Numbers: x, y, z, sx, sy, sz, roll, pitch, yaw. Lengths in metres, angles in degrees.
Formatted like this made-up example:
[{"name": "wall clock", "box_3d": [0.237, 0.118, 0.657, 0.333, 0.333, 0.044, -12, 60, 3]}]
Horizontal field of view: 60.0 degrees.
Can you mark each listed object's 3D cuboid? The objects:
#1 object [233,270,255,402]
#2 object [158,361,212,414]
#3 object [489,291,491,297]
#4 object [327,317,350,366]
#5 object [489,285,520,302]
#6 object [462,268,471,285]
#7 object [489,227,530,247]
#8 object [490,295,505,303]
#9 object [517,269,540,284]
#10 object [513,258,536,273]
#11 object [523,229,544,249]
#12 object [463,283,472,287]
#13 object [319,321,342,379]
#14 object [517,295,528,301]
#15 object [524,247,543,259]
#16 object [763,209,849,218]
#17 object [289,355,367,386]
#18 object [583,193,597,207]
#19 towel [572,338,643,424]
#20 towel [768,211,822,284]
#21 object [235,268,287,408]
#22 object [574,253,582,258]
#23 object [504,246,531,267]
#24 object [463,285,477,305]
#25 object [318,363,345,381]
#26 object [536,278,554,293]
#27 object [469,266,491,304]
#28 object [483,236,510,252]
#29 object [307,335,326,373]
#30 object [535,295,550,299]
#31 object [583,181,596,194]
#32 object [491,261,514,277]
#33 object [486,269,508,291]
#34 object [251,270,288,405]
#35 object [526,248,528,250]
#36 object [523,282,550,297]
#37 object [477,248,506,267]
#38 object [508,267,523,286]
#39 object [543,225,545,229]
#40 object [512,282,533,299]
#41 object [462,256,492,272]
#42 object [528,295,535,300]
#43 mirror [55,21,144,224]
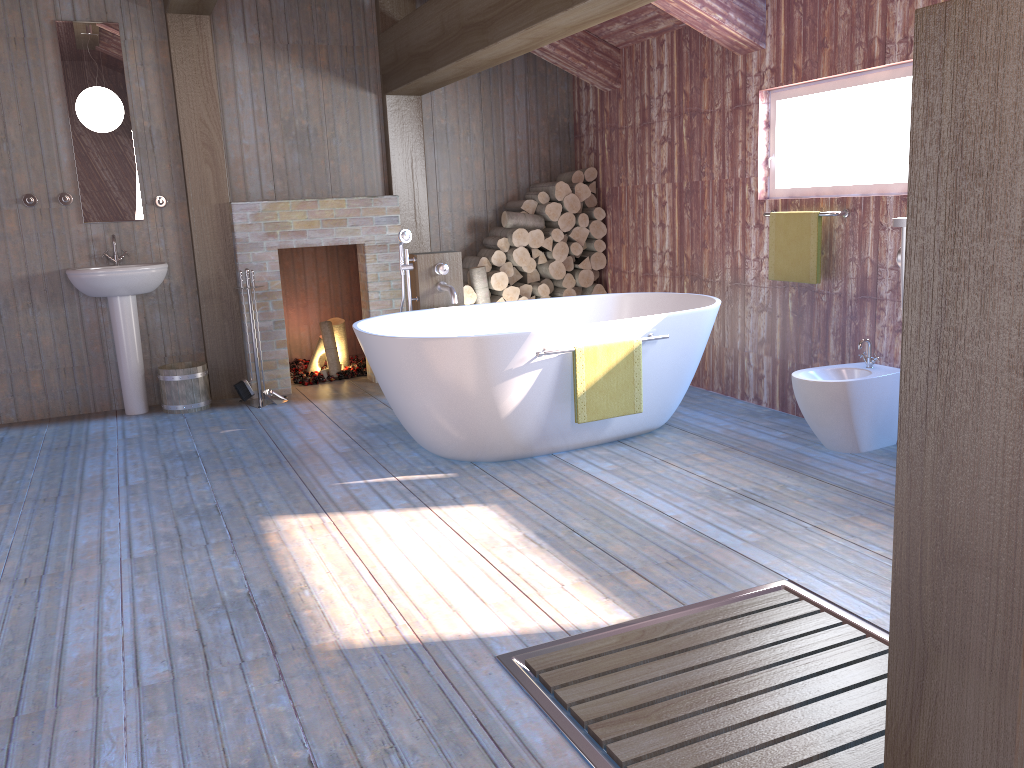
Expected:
[{"name": "object", "box_3d": [-1.755, -0.301, 5.703, 0.136, 0.846, 0.062, -13, 15, -41]}, {"name": "object", "box_3d": [-2.118, 0.022, 5.741, 0.309, 0.290, 0.308, -5, 12, -13]}, {"name": "object", "box_3d": [-0.265, -0.677, 6.536, 0.121, 0.124, 0.291, -7, 12, -22]}, {"name": "object", "box_3d": [-1.336, -0.285, 6.836, 0.140, 0.459, 0.266, -4, 12, -6]}, {"name": "object", "box_3d": [-0.095, -0.673, 6.527, 0.139, 0.148, 0.458, -8, 12, -22]}, {"name": "object", "box_3d": [-0.330, -0.793, 6.503, 0.108, 0.113, 0.302, -8, 12, -22]}, {"name": "object", "box_3d": [-0.023, -1.075, 6.472, 0.135, 0.145, 0.439, -8, 12, -22]}, {"name": "object", "box_3d": [-0.205, -0.567, 6.506, 0.155, 0.174, 0.483, -8, 13, -24]}, {"name": "object", "box_3d": [0.096, -0.823, 6.678, 0.104, 0.127, 0.321, -8, 12, -22]}, {"name": "object", "box_3d": [0.067, -0.887, 6.539, 0.115, 0.123, 0.291, -7, 12, -22]}, {"name": "object", "box_3d": [0.082, -1.076, 6.520, 0.138, 0.147, 0.440, -8, 12, -22]}, {"name": "object", "box_3d": [-0.363, -0.707, 6.502, 0.099, 0.093, 0.280, -7, 12, -22]}, {"name": "object", "box_3d": [-1.344, -0.248, 6.586, 0.098, 0.434, 0.283, -8, 13, -25]}, {"name": "object", "box_3d": [-0.009, -0.615, 6.555, 0.098, 0.100, 0.437, -8, 13, -25]}, {"name": "object", "box_3d": [0.128, -0.972, 6.554, 0.088, 0.092, 0.280, -7, 12, -22]}, {"name": "object", "box_3d": [1.490, -0.876, 4.573, 0.091, 0.043, 0.581, -8, 12, -22]}, {"name": "object", "box_3d": [-1.456, -0.128, 6.912, 0.829, 0.085, 0.935, -13, 15, -40]}, {"name": "object", "box_3d": [0.533, -1.386, 6.705, 0.107, 0.115, 0.269, -7, 12, -22]}, {"name": "towel", "box_3d": [0.451, -0.017, 4.137, 0.370, 0.361, 0.032, -9, 13, -26]}, {"name": "towel", "box_3d": [1.463, -0.709, 4.597, 0.032, 0.361, 0.370, -8, 12, -23]}, {"name": "object", "box_3d": [-1.711, -0.309, 5.779, 0.276, 0.888, 0.333, 1, 12, 18]}, {"name": "object", "box_3d": [0.457, -0.988, 6.689, 0.067, 0.069, 0.177, -8, 13, -23]}, {"name": "object", "box_3d": [-0.026, -0.939, 6.490, 0.141, 0.143, 0.437, -8, 13, -25]}, {"name": "object", "box_3d": [-0.407, -0.656, 6.383, 0.139, 0.137, 0.455, -8, 13, -25]}, {"name": "object", "box_3d": [-1.346, -0.089, 6.624, 0.085, 0.084, 0.278, 2, 13, 23]}, {"name": "object", "box_3d": [0.197, -0.752, 6.737, 0.116, 0.118, 0.289, -8, 13, -25]}, {"name": "object", "box_3d": [-0.223, -0.681, 6.261, 0.147, 0.298, 0.109, -7, 12, -20]}, {"name": "object", "box_3d": [-0.111, -1.018, 6.448, 0.106, 0.112, 0.282, -7, 12, -22]}, {"name": "object", "box_3d": [-1.458, -0.214, 6.724, 0.221, 0.306, 0.121, -2, 12, 4]}, {"name": "object", "box_3d": [0.174, -0.624, 6.644, 0.111, 0.113, 0.301, -8, 13, -24]}, {"name": "object", "box_3d": [0.530, -1.484, 6.703, 0.081, 0.100, 0.281, -8, 13, -23]}, {"name": "object", "box_3d": [-0.100, -0.843, 6.487, 0.111, 0.113, 0.301, -8, 13, -24]}, {"name": "object", "box_3d": [-0.174, -0.766, 6.457, 0.138, 0.147, 0.440, -8, 12, -22]}, {"name": "object", "box_3d": [-1.616, -0.305, 5.751, 0.206, 0.871, 0.126, 1, 12, 19]}, {"name": "object", "box_3d": [0.065, -0.969, 6.510, 0.057, 0.061, 0.156, -8, 13, -24]}, {"name": "object", "box_3d": [0.135, -0.712, 6.605, 0.098, 0.100, 0.437, -8, 13, -25]}, {"name": "object", "box_3d": [-0.150, -0.920, 6.432, 0.115, 0.123, 0.291, -7, 12, -22]}, {"name": "object", "box_3d": [-0.040, -0.819, 6.615, 0.128, 0.150, 0.323, -8, 13, -23]}, {"name": "object", "box_3d": [0.134, -1.180, 6.629, 0.121, 0.124, 0.291, -7, 12, -22]}, {"name": "object", "box_3d": [0.040, -0.697, 6.570, 0.114, 0.120, 0.303, -7, 12, -22]}, {"name": "object", "box_3d": [-0.262, -0.871, 6.444, 0.114, 0.113, 0.301, -8, 13, -25]}, {"name": "object", "box_3d": [0.073, -0.625, 6.597, 0.086, 0.089, 0.279, -8, 13, -25]}, {"name": "mirror", "box_3d": [-2.552, -1.614, 5.506, 0.350, 1.199, 0.009, -8, 13, -23]}]
